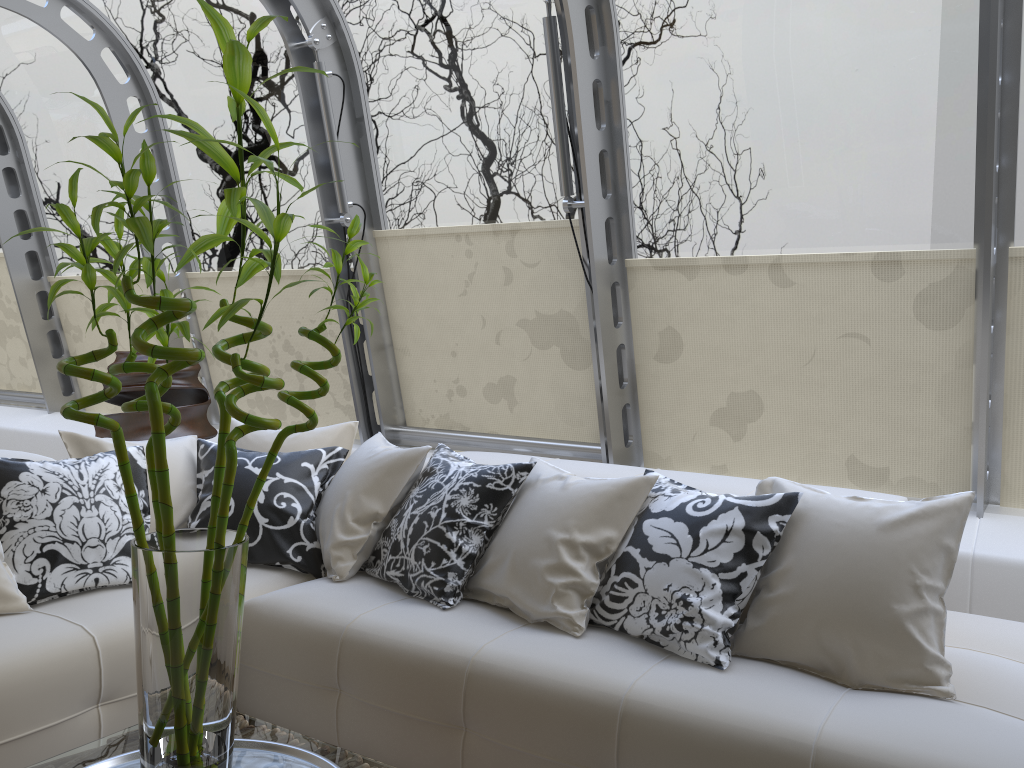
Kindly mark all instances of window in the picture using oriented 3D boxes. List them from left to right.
[{"bbox_3d":[-6.941,-0.364,0.365,16.171,3.674,16.693,3,3,38],"label":"window"}]

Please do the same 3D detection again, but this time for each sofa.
[{"bbox_3d":[-0.446,0.767,2.324,4.169,0.866,3.257,3,3,32],"label":"sofa"}]

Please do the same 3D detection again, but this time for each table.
[{"bbox_3d":[-0.648,1.011,1.544,0.923,0.448,1.007,3,3,32],"label":"table"}]

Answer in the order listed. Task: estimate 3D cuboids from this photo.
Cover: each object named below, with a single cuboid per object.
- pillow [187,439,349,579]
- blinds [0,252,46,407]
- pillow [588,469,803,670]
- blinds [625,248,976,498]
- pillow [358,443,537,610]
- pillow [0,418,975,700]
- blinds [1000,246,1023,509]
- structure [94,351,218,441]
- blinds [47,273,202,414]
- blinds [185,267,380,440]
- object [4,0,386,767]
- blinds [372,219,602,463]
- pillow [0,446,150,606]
[{"bbox_3d":[-0.956,0.473,3.348,0.599,0.483,0.405,2,2,0],"label":"pillow"},{"bbox_3d":[-4.041,-0.409,7.048,1.376,1.214,0.387,3,3,32],"label":"blinds"},{"bbox_3d":[0.496,0.522,2.617,0.383,0.463,0.606,0,3,-39],"label":"pillow"},{"bbox_3d":[1.194,-0.031,3.845,1.430,1.027,0.329,3,3,32],"label":"blinds"},{"bbox_3d":[-0.248,0.475,3.077,0.382,0.467,0.608,0,3,-39],"label":"pillow"},{"bbox_3d":[-0.405,0.461,3.013,3.322,0.530,1.656,2,2,2],"label":"pillow"},{"bbox_3d":[2.644,0.047,2.948,1.766,1.028,0.330,3,3,32],"label":"blinds"},{"bbox_3d":[-1.980,0.448,4.889,0.674,1.258,0.672,2,2,9],"label":"structure"},{"bbox_3d":[-2.723,-0.244,6.268,1.430,1.027,0.329,3,3,32],"label":"blinds"},{"bbox_3d":[-1.415,-0.173,5.459,1.430,1.027,0.329,3,3,32],"label":"blinds"},{"bbox_3d":[-0.569,0.025,1.627,0.673,1.546,0.584,1,2,-19],"label":"object"},{"bbox_3d":[-0.128,-0.196,4.628,1.376,1.214,0.387,3,3,32],"label":"blinds"},{"bbox_3d":[-1.454,0.463,2.914,0.604,0.471,0.394,0,3,-42],"label":"pillow"}]
